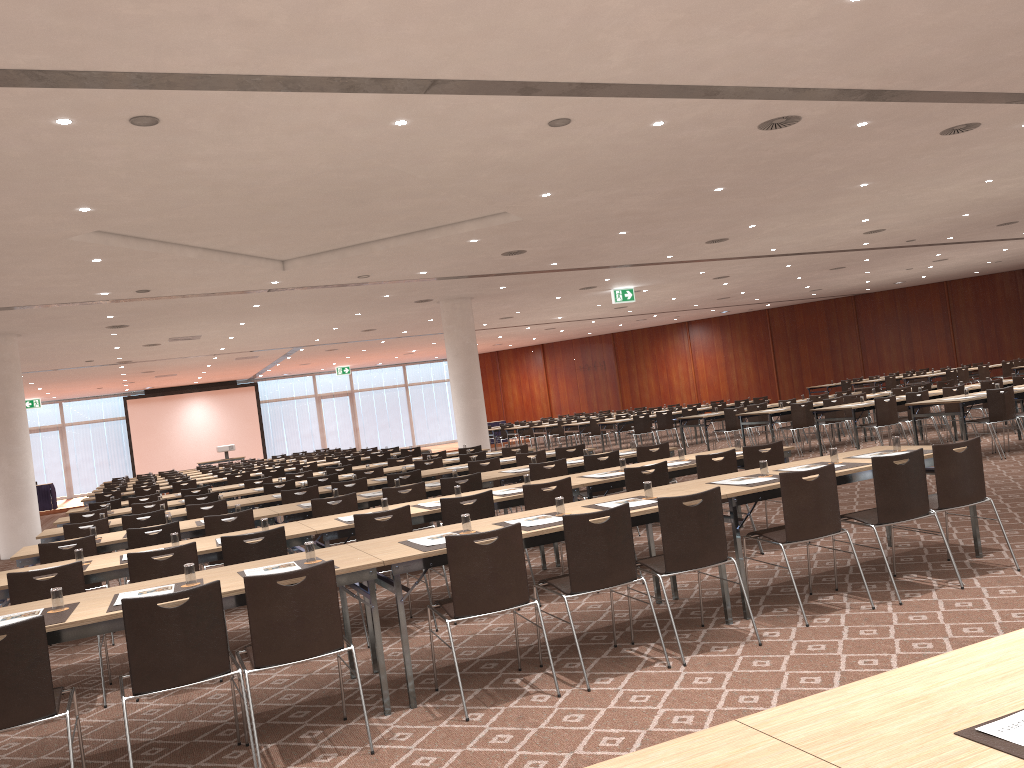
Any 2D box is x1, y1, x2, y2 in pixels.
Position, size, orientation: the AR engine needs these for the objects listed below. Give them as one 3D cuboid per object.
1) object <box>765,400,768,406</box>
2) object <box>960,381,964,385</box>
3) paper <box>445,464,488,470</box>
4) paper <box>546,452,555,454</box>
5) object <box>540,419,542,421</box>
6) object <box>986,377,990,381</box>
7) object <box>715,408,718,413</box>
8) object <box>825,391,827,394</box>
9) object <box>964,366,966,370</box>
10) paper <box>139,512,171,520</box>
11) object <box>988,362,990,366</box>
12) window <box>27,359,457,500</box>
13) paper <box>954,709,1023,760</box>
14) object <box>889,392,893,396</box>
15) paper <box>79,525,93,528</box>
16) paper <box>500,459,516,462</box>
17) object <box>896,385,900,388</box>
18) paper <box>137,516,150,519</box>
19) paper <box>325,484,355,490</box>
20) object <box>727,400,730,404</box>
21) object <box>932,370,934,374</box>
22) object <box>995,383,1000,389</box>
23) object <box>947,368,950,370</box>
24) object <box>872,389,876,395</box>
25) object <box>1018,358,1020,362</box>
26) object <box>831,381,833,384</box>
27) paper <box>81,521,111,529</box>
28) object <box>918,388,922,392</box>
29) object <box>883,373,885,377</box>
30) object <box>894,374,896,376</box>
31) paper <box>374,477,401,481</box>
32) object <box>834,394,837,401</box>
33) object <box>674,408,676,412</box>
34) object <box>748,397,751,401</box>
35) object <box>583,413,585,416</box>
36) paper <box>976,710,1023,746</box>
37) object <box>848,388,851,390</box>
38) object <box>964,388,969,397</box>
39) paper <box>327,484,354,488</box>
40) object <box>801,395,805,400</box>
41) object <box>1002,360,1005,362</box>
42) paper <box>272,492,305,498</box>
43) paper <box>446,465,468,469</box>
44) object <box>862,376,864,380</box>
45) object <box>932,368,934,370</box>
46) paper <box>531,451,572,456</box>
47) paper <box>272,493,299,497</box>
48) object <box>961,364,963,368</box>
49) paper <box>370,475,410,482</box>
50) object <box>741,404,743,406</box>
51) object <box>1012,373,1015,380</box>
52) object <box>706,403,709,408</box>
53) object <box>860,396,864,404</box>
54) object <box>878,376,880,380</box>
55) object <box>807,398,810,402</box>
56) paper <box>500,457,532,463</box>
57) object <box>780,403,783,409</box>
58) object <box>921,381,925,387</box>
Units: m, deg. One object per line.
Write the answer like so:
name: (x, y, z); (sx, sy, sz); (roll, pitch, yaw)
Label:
object: (5.377, 0.399, 18.727); (0.054, 0.114, 0.054); (-7, -1, -34)
object: (7.818, 0.009, 15.415); (0.054, 0.114, 0.054); (-8, -1, 11)
paper: (-0.600, 1.093, 11.723); (0.460, 0.003, 0.566); (-7, -1, -23)
paper: (0.507, 0.955, 12.272); (0.283, 0.006, 0.398); (-7, -1, -22)
object: (0.957, 1.203, 29.319); (0.054, 0.114, 0.054); (-7, -1, -34)
object: (8.410, -0.063, 15.671); (0.054, 0.114, 0.054); (-8, -1, 11)
object: (4.202, 0.542, 18.228); (0.054, 0.114, 0.054); (-7, -1, -34)
object: (6.859, 0.218, 19.351); (0.054, 0.114, 0.054); (-8, -1, 11)
object: (13.207, -0.475, 25.849); (0.054, 0.114, 0.054); (-8, -1, 11)
paper: (-4.171, 1.528, 10.200); (0.460, 0.003, 0.566); (-7, -1, -23)
object: (14.107, -0.585, 26.225); (0.054, 0.114, 0.054); (-8, -1, 33)
window: (-12.878, 1.989, 36.532); (22.950, 3.872, 0.217); (-7, -1, -23)
paper: (1.183, 0.643, 1.565); (0.460, 0.003, 0.566); (-7, -1, -21)
object: (6.325, 0.191, 14.785); (0.054, 0.114, 0.054); (-7, -1, -12)
paper: (-4.817, 1.604, 9.994); (0.283, 0.006, 0.398); (-7, -1, -22)
paper: (-0.095, 1.028, 11.990); (0.283, 0.006, 0.398); (-7, -1, -25)
object: (7.629, 0.078, 17.513); (0.054, 0.114, 0.054); (-8, -1, 33)
paper: (-4.238, 1.534, 10.235); (0.283, 0.006, 0.398); (-7, -1, -24)
paper: (-2.078, 1.272, 11.059); (0.460, 0.003, 0.566); (-7, -1, -22)
object: (5.520, 0.462, 22.585); (0.054, 0.114, 0.054); (-8, -1, 11)
object: (12.032, -0.332, 25.349); (0.054, 0.114, 0.054); (-8, -1, 11)
object: (7.091, 0.051, 12.945); (0.054, 0.114, 0.054); (-7, -1, -34)
object: (12.613, -0.402, 25.609); (0.054, 0.114, 0.054); (-8, -1, 11)
object: (7.043, 0.150, 17.260); (0.054, 0.114, 0.054); (-8, -1, 33)
object: (15.287, -0.729, 26.736); (0.054, 0.114, 0.054); (-8, -1, 33)
object: (10.485, -0.051, 29.031); (0.054, 0.114, 0.054); (-8, -1, 33)
paper: (-4.754, 1.599, 9.943); (0.460, 0.003, 0.566); (-7, -1, -23)
object: (6.918, 0.118, 15.028); (0.054, 0.114, 0.054); (-7, -1, -12)
object: (12.564, -0.304, 29.922); (0.054, 0.114, 0.054); (-8, -1, 11)
object: (11.843, -0.262, 27.446); (0.054, 0.114, 0.054); (-8, -1, 11)
paper: (-1.587, 1.210, 11.363); (0.283, 0.006, 0.398); (-7, -1, -23)
object: (6.157, 0.258, 16.880); (0.054, 0.114, 0.054); (-7, -1, -34)
object: (4.035, 0.644, 21.954); (0.054, 0.114, 0.054); (-8, -1, 33)
object: (6.107, 0.391, 22.822); (0.054, 0.114, 0.054); (-8, -1, 11)
object: (2.444, 1.022, 29.944); (0.054, 0.114, 0.054); (-8, -1, 33)
paper: (1.119, 0.649, 1.620); (0.283, 0.006, 0.398); (-7, -1, -25)
object: (7.468, 0.144, 19.607); (0.054, 0.114, 0.054); (-8, -1, 11)
object: (6.501, 0.123, 12.683); (0.054, 0.114, 0.054); (-7, -1, -34)
paper: (-2.151, 1.279, 11.118); (0.283, 0.006, 0.398); (-7, -1, -25)
object: (6.267, 0.290, 19.102); (0.054, 0.114, 0.054); (-8, -1, 11)
object: (14.689, -0.656, 26.489); (0.054, 0.114, 0.054); (-8, -1, 33)
paper: (-2.674, 1.345, 10.832); (0.460, 0.003, 0.566); (-7, -1, -22)
paper: (-0.684, 1.100, 11.742); (0.283, 0.006, 0.398); (-7, -1, -24)
object: (11.679, -0.196, 29.540); (0.054, 0.114, 0.054); (-8, -1, 33)
object: (13.327, -0.444, 28.070); (0.054, 0.114, 0.054); (-8, -1, 33)
paper: (0.566, 0.950, 12.195); (0.460, 0.003, 0.566); (-7, -1, -25)
paper: (-2.772, 1.355, 10.878); (0.283, 0.006, 0.398); (-7, -1, -21)
object: (14.508, -0.587, 28.587); (0.054, 0.114, 0.054); (-8, -1, 33)
paper: (-1.512, 1.204, 11.327); (0.460, 0.003, 0.566); (-7, -1, -24)
object: (4.795, 0.470, 18.468); (0.054, 0.114, 0.054); (-7, -1, -34)
object: (9.008, -0.136, 15.924); (0.054, 0.114, 0.054); (-8, -1, 11)
object: (4.924, 0.535, 22.334); (0.054, 0.114, 0.054); (-8, -1, 11)
object: (5.738, 0.262, 14.527); (0.054, 0.114, 0.054); (-7, -1, -12)
object: (11.255, -0.191, 27.199); (0.054, 0.114, 0.054); (-8, -1, 11)
object: (5.563, 0.330, 16.637); (0.054, 0.114, 0.054); (-7, -1, -34)
paper: (-0.024, 1.022, 11.957); (0.460, 0.003, 0.566); (-7, -1, -23)
object: (4.976, 0.402, 16.372); (0.054, 0.114, 0.054); (-7, -1, -34)
object: (8.239, 0.004, 17.765); (0.054, 0.114, 0.054); (-8, -1, 33)
